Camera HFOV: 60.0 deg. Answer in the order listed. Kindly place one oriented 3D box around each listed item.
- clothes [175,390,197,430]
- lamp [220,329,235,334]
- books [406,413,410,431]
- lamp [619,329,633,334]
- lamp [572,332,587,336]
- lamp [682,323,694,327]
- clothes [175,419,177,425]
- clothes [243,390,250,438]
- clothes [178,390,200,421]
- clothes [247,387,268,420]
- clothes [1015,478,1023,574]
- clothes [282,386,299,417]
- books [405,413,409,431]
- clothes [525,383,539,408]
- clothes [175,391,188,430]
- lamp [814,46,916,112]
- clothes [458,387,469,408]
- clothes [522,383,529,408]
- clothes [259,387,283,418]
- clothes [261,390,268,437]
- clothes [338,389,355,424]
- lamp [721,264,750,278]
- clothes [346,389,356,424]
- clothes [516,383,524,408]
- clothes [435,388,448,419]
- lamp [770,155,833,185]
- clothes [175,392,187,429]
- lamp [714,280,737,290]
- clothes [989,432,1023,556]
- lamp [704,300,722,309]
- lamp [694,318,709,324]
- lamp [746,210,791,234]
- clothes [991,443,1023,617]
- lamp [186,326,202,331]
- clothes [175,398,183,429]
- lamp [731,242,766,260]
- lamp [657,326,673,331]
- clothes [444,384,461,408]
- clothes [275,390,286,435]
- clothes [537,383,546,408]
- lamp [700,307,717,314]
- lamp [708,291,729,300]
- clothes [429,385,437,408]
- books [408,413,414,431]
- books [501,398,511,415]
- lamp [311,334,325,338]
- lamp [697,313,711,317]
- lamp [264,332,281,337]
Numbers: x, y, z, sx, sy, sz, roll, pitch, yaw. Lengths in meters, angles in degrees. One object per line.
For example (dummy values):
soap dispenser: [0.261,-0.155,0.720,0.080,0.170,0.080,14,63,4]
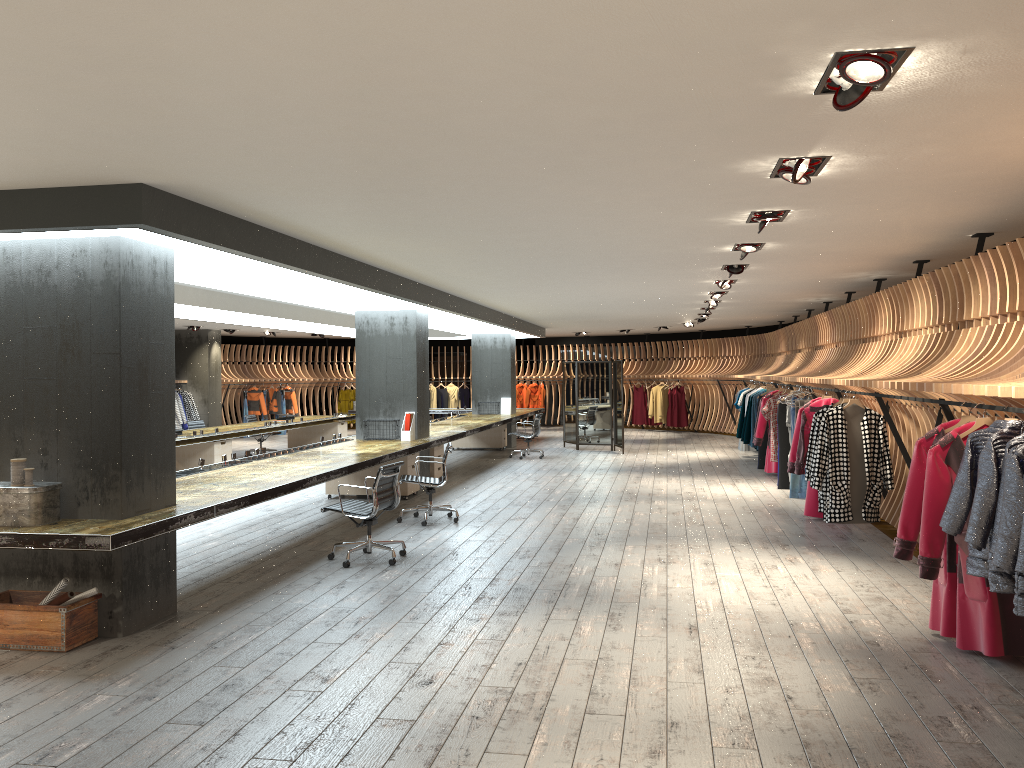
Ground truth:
clothes: [-7.797,0.736,20.919,0.807,1.187,0.192,-1,0,10]
lamp: [-6.843,-1.357,21.508,0.269,0.292,0.493,-1,0,16]
books: [-1.405,0.584,12.124,0.048,0.368,0.215,-1,0,10]
lamp: [3.030,-1.479,23.632,0.269,0.294,0.492,-1,0,-35]
lamp: [1.937,-1.482,24.783,0.492,0.292,0.269,0,0,42]
lamp: [4.143,-1.459,20.690,0.269,0.287,0.492,-1,0,-10]
clothes: [-7.952,0.692,20.129,0.752,1.062,0.128,-1,0,8]
clothes: [-7.108,0.879,23.722,0.200,1.422,0.309,-1,0,-13]
clothes: [-7.773,0.734,21.106,0.799,1.186,0.191,-1,0,10]
clothes: [-6.978,0.521,24.016,0.839,0.881,0.201,-1,0,25]
clothes: [2.452,0.615,3.807,0.530,0.856,0.234,-1,0,9]
clothes: [-6.294,0.504,24.928,0.839,0.881,0.201,0,0,40]
books: [-1.427,0.585,12.128,0.048,0.368,0.215,-1,0,10]
clothes: [0.651,0.415,26.824,0.201,0.881,0.839,-1,0,40]
clothes: [-7.967,0.754,20.788,0.885,1.239,0.245,-1,0,7]
lamp: [1.332,-1.224,3.388,0.269,0.302,0.493,-1,0,10]
clothes: [-1.478,0.772,27.142,0.087,1.353,0.539,-1,0,34]
clothes: [0.461,0.416,26.928,0.201,0.881,0.839,-1,0,15]
clothes: [-6.618,0.515,24.452,0.839,0.881,0.201,0,0,30]
clothes: [-6.793,0.870,24.226,0.200,1.422,0.309,-1,0,2]
clothes: [-4.880,0.655,26.084,0.664,1.045,0.168,-1,0,41]
lamp: [2.431,-1.313,9.672,0.269,0.291,0.493,-1,0,10]
clothes: [-4.729,0.653,26.187,0.664,1.045,0.168,-1,0,41]
clothes: [0.226,0.418,26.934,0.201,0.881,0.839,-1,0,25]
clothes: [-2.153,0.783,27.080,0.539,1.353,0.087,-1,0,34]
lamp: [1.607,-1.249,4.959,0.269,0.294,0.493,-1,0,10]
clothes: [-7.876,0.686,20.564,0.752,1.062,0.128,-1,0,8]
lamp: [2.706,-1.337,11.243,0.269,0.284,0.493,-1,0,10]
clothes: [2.495,0.609,4.105,0.511,0.854,0.227,-1,0,30]
lamp: [3.256,-1.371,14.385,0.269,0.301,0.493,-1,0,10]
lamp: [4.077,-1.438,19.099,0.269,0.291,0.493,-1,0,6]
lamp: [1.882,-1.269,6.530,0.269,0.295,0.493,-1,0,10]
clothes: [2.458,0.636,3.933,0.585,0.854,0.211,-1,0,37]
lamp: [-7.176,-1.336,19.951,0.269,0.292,0.493,-1,0,10]
clothes: [-7.907,0.688,20.388,0.752,1.062,0.128,-1,0,8]
lamp: [2.156,-1.290,8.101,0.269,0.294,0.493,-1,0,10]
lamp: [3.783,-1.471,22.236,0.269,0.292,0.492,-1,0,-22]
clothes: [-1.861,0.451,27.113,0.704,0.890,0.250,-1,0,31]
clothes: [-6.449,0.861,24.712,0.309,1.422,0.200,0,0,-18]
clothes: [0.880,0.414,26.732,0.201,0.881,0.839,-1,0,-10]
lamp: [3.531,-1.399,15.956,0.269,0.286,0.493,-1,0,10]
lamp: [2.981,-1.352,12.814,0.269,0.296,0.493,-1,0,10]
clothes: [-2.457,0.460,27.053,0.250,0.890,0.704,0,0,-39]
books: [-1.384,0.584,12.120,0.048,0.368,0.215,-1,0,10]
books: [-0.136,0.490,19.513,0.215,0.368,0.073,-1,0,10]
lamp: [-5.309,-1.404,24.252,0.269,0.293,0.493,0,0,42]
lamp: [3.805,-1.416,17.527,0.269,0.294,0.493,-1,0,10]
lamp: [-6.261,-1.378,22.983,0.269,0.296,0.493,-1,0,30]
